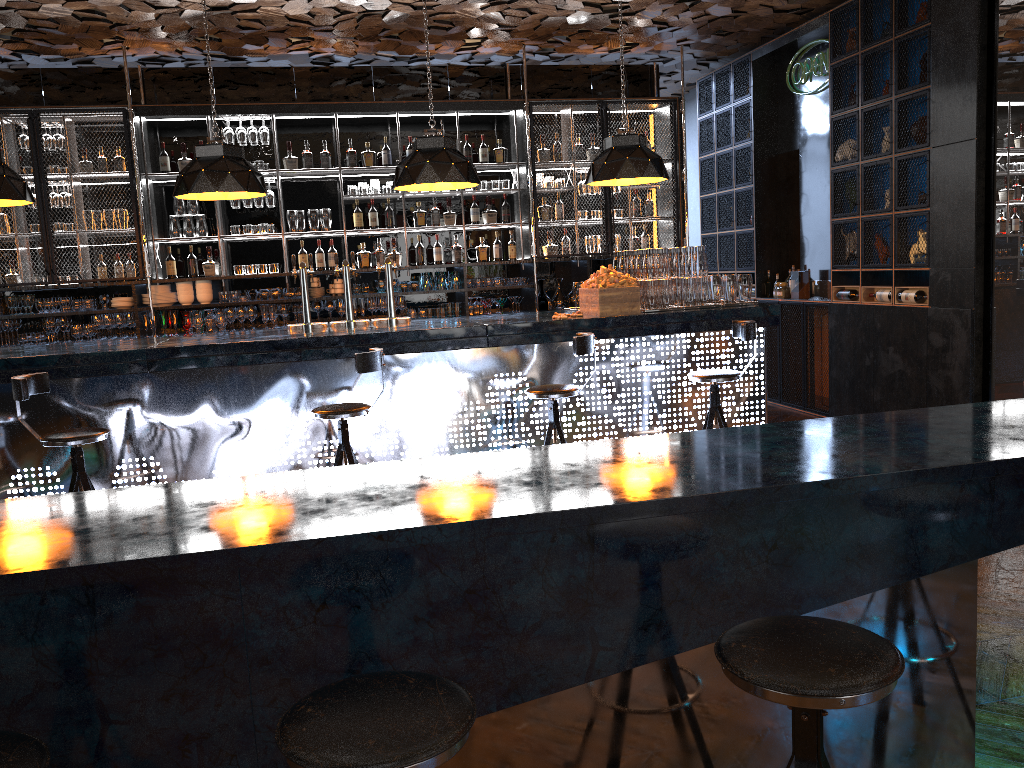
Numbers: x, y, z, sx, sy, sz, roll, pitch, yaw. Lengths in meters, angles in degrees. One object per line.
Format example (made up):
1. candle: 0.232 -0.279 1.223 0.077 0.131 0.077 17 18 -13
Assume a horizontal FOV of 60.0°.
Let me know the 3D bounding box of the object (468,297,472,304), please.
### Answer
1. object: -0.433 -0.764 8.754 0.089 0.174 0.089 3 10 38

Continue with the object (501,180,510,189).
1. object: -0.064 -1.941 8.656 0.089 0.092 0.089 -7 8 -26

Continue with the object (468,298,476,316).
1. object: -0.392 -0.742 8.571 0.089 0.174 0.089 3 10 38

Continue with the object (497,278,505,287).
1. object: -0.110 -0.991 8.620 0.084 0.082 0.084 -7 9 -30

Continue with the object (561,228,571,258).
1. object: 0.542 -1.417 8.923 0.086 0.299 0.086 2 9 36

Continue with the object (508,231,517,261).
1. object: 0.002 -1.370 8.804 0.080 0.299 0.080 -4 8 -10

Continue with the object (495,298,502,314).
1. object: -0.124 -0.774 8.796 0.106 0.148 0.106 -1 8 16

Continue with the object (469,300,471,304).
1. object: -0.402 -0.754 8.665 0.089 0.174 0.089 3 10 38

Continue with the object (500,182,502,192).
1. object: -0.122 -1.958 8.810 0.089 0.092 0.089 1 8 27

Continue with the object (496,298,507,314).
1. object: -0.098 -0.761 8.683 0.106 0.148 0.106 -3 7 -2

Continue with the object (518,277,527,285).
1. object: 0.098 -1.014 8.752 0.098 0.070 0.088 -1 8 15

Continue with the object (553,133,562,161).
1. object: 0.451 -2.338 8.793 0.086 0.297 0.086 2 9 36

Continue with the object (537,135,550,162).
1. object: 0.308 -2.314 8.747 0.123 0.279 0.123 -4 7 -4

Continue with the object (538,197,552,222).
1. object: 0.326 -1.734 8.833 0.151 0.248 0.094 -4 7 -3

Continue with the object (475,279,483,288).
1. object: -0.321 -0.973 8.576 0.084 0.082 0.084 -5 8 -11

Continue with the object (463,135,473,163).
1. object: -0.432 -2.265 8.604 0.086 0.299 0.086 2 9 36

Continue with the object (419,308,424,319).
1. object: -0.871 -0.683 8.612 0.067 0.099 0.067 -9 10 -40

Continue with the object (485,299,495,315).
1. object: -0.211 -0.751 8.656 0.106 0.148 0.106 -2 8 6

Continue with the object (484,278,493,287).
1. object: -0.226 -0.981 8.595 0.084 0.082 0.084 -2 8 5

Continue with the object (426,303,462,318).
1. object: -0.668 -0.717 8.641 0.356 0.134 0.206 -4 7 -5

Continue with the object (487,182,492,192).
1. object: -0.226 -1.948 8.775 0.089 0.092 0.089 -7 8 -26

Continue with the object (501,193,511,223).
1. object: -0.061 -1.729 8.751 0.086 0.299 0.086 2 9 36

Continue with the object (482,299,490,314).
1. object: -0.235 -0.765 8.770 0.106 0.148 0.106 0 8 20

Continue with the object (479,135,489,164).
1. object: -0.278 -2.282 8.665 0.086 0.298 0.086 2 9 36

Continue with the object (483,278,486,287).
1. object: -0.270 -1.003 8.783 0.084 0.082 0.084 -5 8 -15

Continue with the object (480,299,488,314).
1. object: -0.263 -0.778 8.883 0.106 0.148 0.106 -2 8 7

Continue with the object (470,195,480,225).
1. object: -0.365 -1.703 8.690 0.086 0.298 0.086 2 9 36

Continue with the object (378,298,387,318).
1. object: -1.227 -0.705 8.426 0.091 0.229 0.091 2 9 35

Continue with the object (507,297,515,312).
1. object: 0.010 -0.801 8.933 0.107 0.152 0.107 -4 8 -6

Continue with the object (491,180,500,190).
1. object: -0.161 -1.933 8.629 0.089 0.092 0.089 1 8 27

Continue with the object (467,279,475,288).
1. object: -0.401 -0.967 8.562 0.084 0.082 0.084 -6 8 -20

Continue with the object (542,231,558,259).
1. object: 0.381 -1.391 8.873 0.123 0.279 0.123 -6 8 -23

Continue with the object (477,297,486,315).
1. object: -0.300 -0.758 8.651 0.089 0.174 0.089 3 10 38

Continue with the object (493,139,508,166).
1. object: -0.114 -2.265 8.671 0.151 0.248 0.094 -1 8 16

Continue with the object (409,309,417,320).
1. object: -0.947 -0.661 8.471 0.067 0.100 0.067 -6 8 -20

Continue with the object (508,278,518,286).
1. object: 0.012 -1.000 8.684 0.088 0.070 0.098 0 8 23

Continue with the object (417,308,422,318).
1. object: -0.895 -0.694 8.705 0.067 0.099 0.067 -9 10 -40

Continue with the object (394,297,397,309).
1. object: -1.138 -0.713 8.444 0.091 0.229 0.091 -1 8 15

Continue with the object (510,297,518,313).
1. object: 0.042 -0.787 8.808 0.107 0.152 0.107 -3 7 2

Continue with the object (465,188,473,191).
1. object: -0.416 -1.912 8.583 0.089 0.092 0.089 -7 8 -26

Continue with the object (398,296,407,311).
1. object: -1.044 -0.720 8.463 0.091 0.229 0.091 -9 10 -40

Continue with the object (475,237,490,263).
1. object: -0.289 -1.321 8.744 0.151 0.248 0.094 -4 7 -3

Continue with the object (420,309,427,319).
1. object: -0.844 -0.668 8.491 0.067 0.099 0.067 -9 10 -40

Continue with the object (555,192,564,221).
1. object: 0.472 -1.773 8.876 0.086 0.298 0.086 2 9 36

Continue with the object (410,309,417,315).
1. object: -0.957 -0.675 8.583 0.067 0.100 0.067 -6 8 -20

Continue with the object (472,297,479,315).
1. object: -0.343 -0.767 8.741 0.089 0.174 0.089 3 10 38

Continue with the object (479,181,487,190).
1. object: -0.282 -1.928 8.642 0.089 0.092 0.089 -5 8 -13

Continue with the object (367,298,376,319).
1. object: -1.327 -0.696 8.400 0.091 0.229 0.091 -7 8 -26

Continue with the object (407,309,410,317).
1. object: -0.991 -0.687 8.689 0.067 0.100 0.067 -6 8 -20

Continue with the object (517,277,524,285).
1. object: 0.075 -1.026 8.851 0.088 0.070 0.098 2 9 34

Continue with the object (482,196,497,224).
1. object: -0.222 -1.702 8.700 0.123 0.279 0.123 -6 8 -23

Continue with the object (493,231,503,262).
1. object: -0.143 -1.360 8.787 0.086 0.298 0.086 2 9 36

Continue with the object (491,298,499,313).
1. object: -0.151 -0.787 8.907 0.106 0.148 0.106 1 8 27

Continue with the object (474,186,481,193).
1. object: -0.334 -1.942 8.777 0.089 0.092 0.089 -7 8 -26

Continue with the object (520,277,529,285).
1. object: 0.122 -1.003 8.657 0.088 0.070 0.098 -3 7 -2

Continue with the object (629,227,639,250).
1. object: 1.249 -1.467 9.073 0.083 0.282 0.083 -7 8 -27

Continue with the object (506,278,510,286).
1. object: -0.008 -1.012 8.779 0.088 0.070 0.098 -2 8 11

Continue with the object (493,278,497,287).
1. object: -0.148 -1.001 8.711 0.084 0.082 0.084 -4 8 -6

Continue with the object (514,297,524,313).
1. object: 0.068 -0.773 8.695 0.107 0.152 0.107 -1 8 13

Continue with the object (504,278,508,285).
1. object: -0.027 -1.023 8.877 0.088 0.070 0.098 -7 8 -28
